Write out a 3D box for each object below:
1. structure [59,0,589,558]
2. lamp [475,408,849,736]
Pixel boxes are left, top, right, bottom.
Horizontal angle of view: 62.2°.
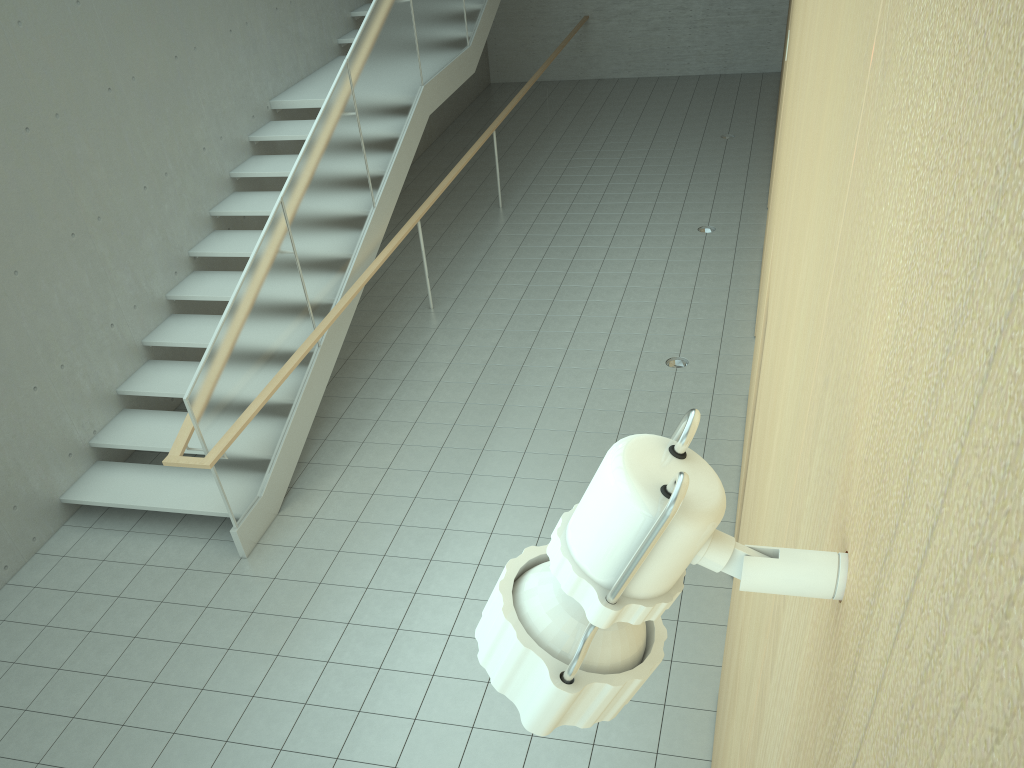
[{"bbox_3d":[-1.268,-3.607,8.654,1.872,4.946,10.891,6,37,15],"label":"structure"},{"bbox_3d":[0.087,0.111,0.524,0.232,0.227,0.121,-7,37,-1],"label":"lamp"}]
